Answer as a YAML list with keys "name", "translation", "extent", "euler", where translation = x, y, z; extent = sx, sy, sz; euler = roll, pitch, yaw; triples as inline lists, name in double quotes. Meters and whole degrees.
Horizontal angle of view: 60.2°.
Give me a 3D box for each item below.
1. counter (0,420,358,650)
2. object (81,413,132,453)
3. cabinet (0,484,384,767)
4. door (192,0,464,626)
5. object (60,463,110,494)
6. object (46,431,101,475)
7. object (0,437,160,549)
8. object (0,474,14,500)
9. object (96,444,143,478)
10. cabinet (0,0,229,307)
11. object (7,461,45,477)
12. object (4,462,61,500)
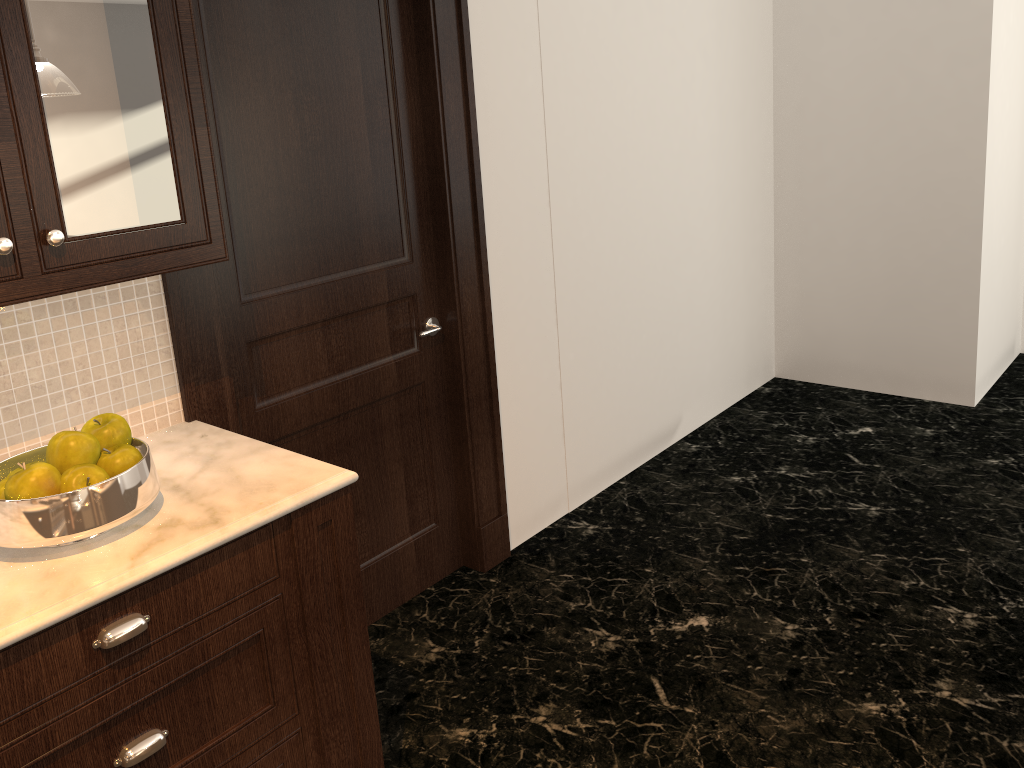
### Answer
- name: "counter"
  translation: [-0.257, 0.677, 0.328]
  extent: [3.390, 0.031, 2.353]
  euler: [11, 23, 39]
- name: "object"
  translation: [-0.800, 0.109, 1.741]
  extent: [0.091, 0.096, 0.095]
  euler: [-1, 16, 11]
- name: "cabinet"
  translation: [-0.225, 1.112, 0.429]
  extent: [3.390, 0.862, 2.353]
  euler: [11, 22, 39]
- name: "door"
  translation: [-0.525, -0.256, 2.660]
  extent: [0.109, 2.140, 0.877]
  euler: [7, 17, 39]
- name: "object"
  translation: [-0.777, 0.191, 1.601]
  extent: [0.092, 0.095, 0.101]
  euler: [-13, 18, -30]
- name: "object"
  translation: [-0.823, 0.134, 1.657]
  extent: [0.091, 0.097, 0.098]
  euler: [1, 16, 17]
- name: "object"
  translation: [-0.836, 0.210, 1.669]
  extent: [0.319, 0.120, 0.324]
  euler: [7, 21, 33]
- name: "object"
  translation: [-0.882, 0.211, 1.588]
  extent: [0.091, 0.093, 0.093]
  euler: [-9, 16, -17]
- name: "object"
  translation: [-0.756, 0.167, 1.700]
  extent: [0.092, 0.095, 0.093]
  euler: [-10, 16, -19]
- name: "cabinet"
  translation: [-0.339, -0.344, 0.091]
  extent: [3.389, 1.229, 2.345]
  euler: [10, 22, 39]
- name: "object"
  translation: [-0.910, 0.198, 1.673]
  extent: [0.092, 0.095, 0.093]
  euler: [2, 16, 22]
- name: "object"
  translation: [-0.842, 0.189, 1.560]
  extent: [0.093, 0.096, 0.093]
  euler: [-2, 15, 8]
